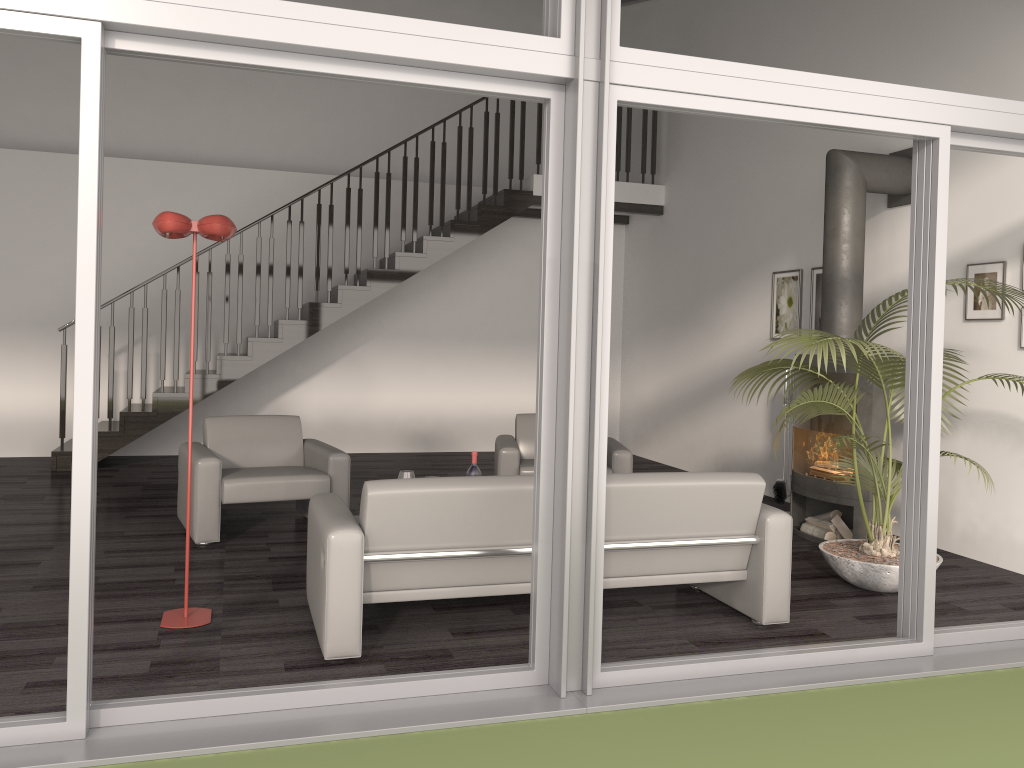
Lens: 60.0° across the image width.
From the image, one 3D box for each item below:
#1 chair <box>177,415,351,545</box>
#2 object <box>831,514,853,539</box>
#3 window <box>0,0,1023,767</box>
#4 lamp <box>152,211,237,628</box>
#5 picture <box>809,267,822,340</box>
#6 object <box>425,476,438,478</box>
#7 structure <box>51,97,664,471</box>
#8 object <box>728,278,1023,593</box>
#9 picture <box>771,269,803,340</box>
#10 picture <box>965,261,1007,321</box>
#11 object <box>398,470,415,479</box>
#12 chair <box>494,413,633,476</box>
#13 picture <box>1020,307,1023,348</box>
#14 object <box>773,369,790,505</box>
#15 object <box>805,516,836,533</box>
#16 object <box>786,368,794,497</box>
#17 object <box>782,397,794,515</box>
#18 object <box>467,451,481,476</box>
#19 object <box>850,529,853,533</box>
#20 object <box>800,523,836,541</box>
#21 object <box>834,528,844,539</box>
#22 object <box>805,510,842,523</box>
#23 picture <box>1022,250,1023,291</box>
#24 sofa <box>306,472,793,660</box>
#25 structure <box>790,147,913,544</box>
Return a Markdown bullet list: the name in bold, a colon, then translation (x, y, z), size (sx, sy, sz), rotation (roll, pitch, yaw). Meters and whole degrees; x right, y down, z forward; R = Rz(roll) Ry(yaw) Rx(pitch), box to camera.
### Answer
- **chair**: translation (-1.620, 0.593, 5.771), size (0.963, 0.717, 0.911), rotation (1, 2, -27)
- **object**: translation (2.182, 0.957, 5.768), size (0.072, 0.186, 0.254), rotation (1, 2, -16)
- **window**: translation (-1.306, -0.624, 2.739), size (9.742, 3.470, 0.385), rotation (1, 1, -17)
- **lamp**: translation (-1.427, 0.150, 3.936), size (0.353, 1.787, 0.365), rotation (1, 1, -17)
- **picture**: translation (2.454, -0.628, 6.899), size (0.026, 0.577, 0.394), rotation (1, 1, -17)
- **object**: translation (-0.446, 0.597, 4.951), size (0.116, 0.155, 0.116), rotation (1, 2, -27)
- **structure**: translation (-1.163, -1.260, 9.271), size (6.340, 4.092, 1.001), rotation (1, 1, -17)
- **object**: translation (1.895, 0.261, 4.879), size (2.118, 1.666, 1.720), rotation (1, 2, -23)
- **picture**: translation (2.294, -0.658, 7.411), size (0.026, 0.577, 0.394), rotation (1, 1, -17)
- **picture**: translation (2.909, -0.568, 5.448), size (0.015, 0.352, 0.288), rotation (1, 2, -17)
- **object**: translation (-0.612, 0.583, 5.140), size (0.116, 0.155, 0.116), rotation (1, 1, -9)
- **chair**: translation (0.357, 0.608, 6.551), size (0.963, 0.717, 0.911), rotation (1, 2, -2)
- **picture**: translation (3.039, -0.320, 5.017), size (0.015, 0.244, 0.360), rotation (1, 2, -17)
- **object**: translation (2.025, 0.393, 6.641), size (0.078, 1.019, 0.167), rotation (2, 1, 34)
- **object**: translation (2.084, 0.949, 5.975), size (0.072, 0.068, 0.258), rotation (1, 3, -18)
- **object**: translation (2.103, 0.369, 6.783), size (0.042, 0.983, 0.116), rotation (1, 1, -42)
- **object**: translation (2.138, 0.446, 6.698), size (0.401, 1.125, 0.400), rotation (2, 1, 32)
- **object**: translation (-0.226, 0.582, 5.225), size (0.093, 0.370, 0.093), rotation (1, 1, -19)
- **object**: translation (2.214, 0.998, 5.991), size (0.084, 0.083, 0.277), rotation (1, 3, -16)
- **object**: translation (2.050, 0.996, 5.937), size (0.092, 0.082, 0.267), rotation (1, 3, -16)
- **object**: translation (2.139, 0.998, 5.953), size (0.085, 0.086, 0.266), rotation (1, 3, -16)
- **object**: translation (2.142, 0.937, 6.086), size (0.104, 0.192, 0.306), rotation (1, 2, -16)
- **picture**: translation (3.023, -0.677, 5.094), size (0.015, 0.280, 0.191), rotation (1, 1, -17)
- **sofa**: translation (0.149, 0.724, 4.140), size (2.114, 0.717, 0.903), rotation (1, 2, -17)
- **structure**: translation (2.543, -0.285, 6.060), size (1.116, 2.673, 0.819), rotation (1, 1, -17)
